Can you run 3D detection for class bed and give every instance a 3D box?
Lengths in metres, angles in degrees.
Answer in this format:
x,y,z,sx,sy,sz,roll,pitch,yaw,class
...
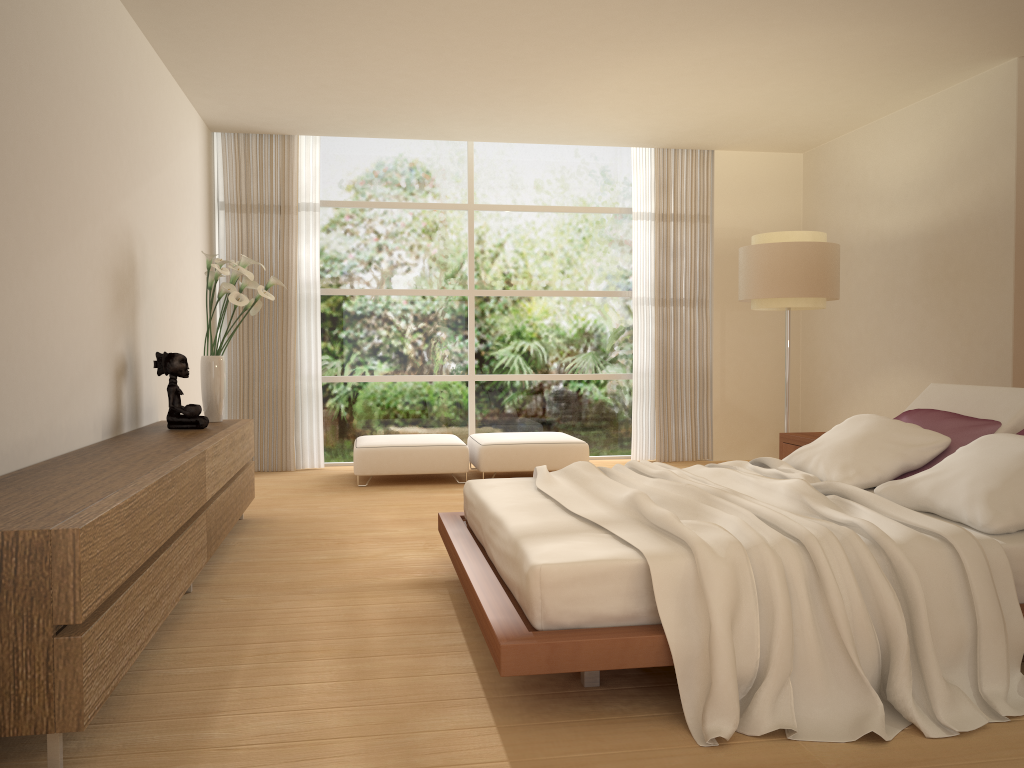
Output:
x,y,z,sx,sy,sz,roll,pitch,yaw,class
1.047,0.682,3.796,2.535,0.570,2.599,-1,2,-10,bed

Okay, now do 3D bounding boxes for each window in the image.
x,y,z,sx,sy,sz,roll,pitch,yaw,class
-0.408,-0.903,8.792,4.781,3.371,0.071,-1,2,-10,window

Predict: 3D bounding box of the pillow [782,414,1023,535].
x,y,z,sx,sy,sz,roll,pitch,yaw,class
1.789,0.348,3.951,0.561,0.339,1.720,-1,2,-10,pillow

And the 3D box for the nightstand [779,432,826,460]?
x,y,z,sx,sy,sz,roll,pitch,yaw,class
2.435,0.680,4.087,0.493,0.539,4.220,-1,2,-10,nightstand

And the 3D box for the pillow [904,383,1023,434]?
x,y,z,sx,sy,sz,roll,pitch,yaw,class
2.376,0.255,4.064,0.461,0.457,1.779,-1,2,-10,pillow

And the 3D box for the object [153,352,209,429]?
x,y,z,sx,sy,sz,roll,pitch,yaw,class
-1.925,0.036,5.176,0.282,0.453,0.181,-1,2,-10,object

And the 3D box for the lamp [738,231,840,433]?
x,y,z,sx,sy,sz,roll,pitch,yaw,class
2.206,-0.172,7.089,0.817,2.018,0.817,1,3,33,lamp

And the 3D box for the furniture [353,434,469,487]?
x,y,z,sx,sy,sz,roll,pitch,yaw,class
-0.900,0.649,7.784,0.965,0.346,0.964,-1,2,-10,furniture

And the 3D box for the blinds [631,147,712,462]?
x,y,z,sx,sy,sz,roll,pitch,yaw,class
1.595,-0.903,8.818,0.814,3.351,0.202,-1,2,-11,blinds

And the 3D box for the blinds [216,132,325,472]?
x,y,z,sx,sy,sz,roll,pitch,yaw,class
-2.242,-0.865,8.223,0.950,3.352,0.211,-1,2,-11,blinds

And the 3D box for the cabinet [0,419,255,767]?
x,y,z,sx,sy,sz,roll,pitch,yaw,class
-1.706,0.635,4.066,0.588,0.662,3.713,-1,2,-10,cabinet

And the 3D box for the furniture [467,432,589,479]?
x,y,z,sx,sy,sz,roll,pitch,yaw,class
0.122,0.639,7.957,0.965,0.346,0.964,-1,2,-10,furniture

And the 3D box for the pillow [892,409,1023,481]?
x,y,z,sx,sy,sz,roll,pitch,yaw,class
2.054,0.331,4.002,0.575,0.369,1.683,-1,2,-10,pillow

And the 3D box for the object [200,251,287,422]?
x,y,z,sx,sy,sz,roll,pitch,yaw,class
-1.768,-0.302,5.691,0.608,1.085,0.515,1,3,38,object
